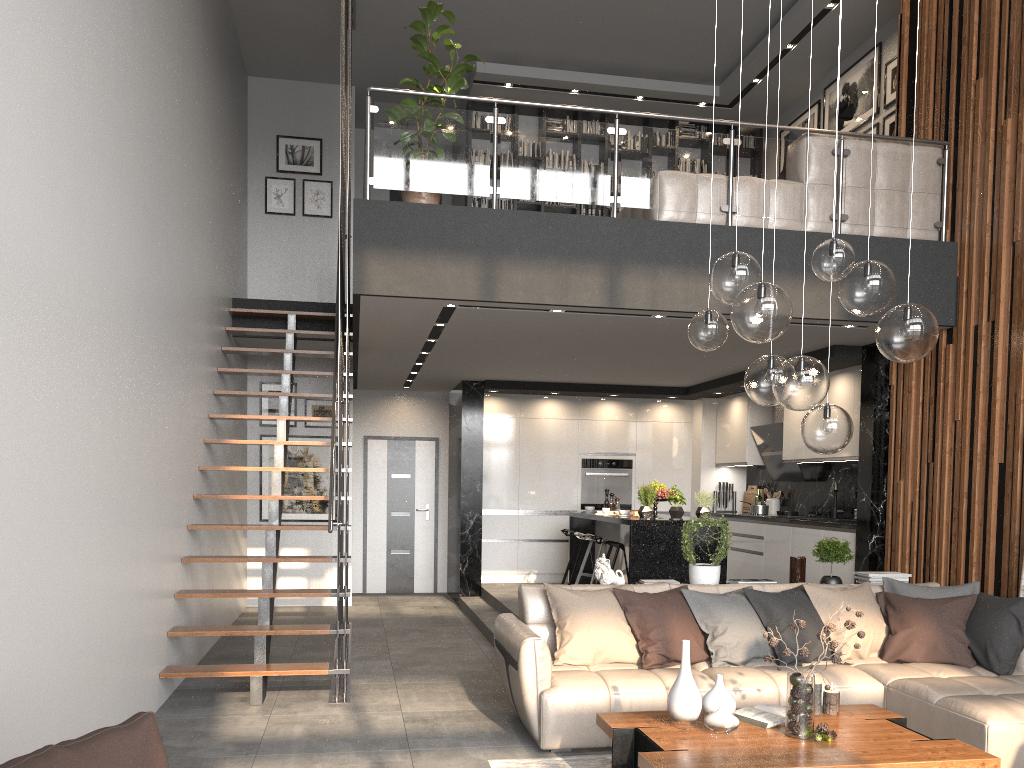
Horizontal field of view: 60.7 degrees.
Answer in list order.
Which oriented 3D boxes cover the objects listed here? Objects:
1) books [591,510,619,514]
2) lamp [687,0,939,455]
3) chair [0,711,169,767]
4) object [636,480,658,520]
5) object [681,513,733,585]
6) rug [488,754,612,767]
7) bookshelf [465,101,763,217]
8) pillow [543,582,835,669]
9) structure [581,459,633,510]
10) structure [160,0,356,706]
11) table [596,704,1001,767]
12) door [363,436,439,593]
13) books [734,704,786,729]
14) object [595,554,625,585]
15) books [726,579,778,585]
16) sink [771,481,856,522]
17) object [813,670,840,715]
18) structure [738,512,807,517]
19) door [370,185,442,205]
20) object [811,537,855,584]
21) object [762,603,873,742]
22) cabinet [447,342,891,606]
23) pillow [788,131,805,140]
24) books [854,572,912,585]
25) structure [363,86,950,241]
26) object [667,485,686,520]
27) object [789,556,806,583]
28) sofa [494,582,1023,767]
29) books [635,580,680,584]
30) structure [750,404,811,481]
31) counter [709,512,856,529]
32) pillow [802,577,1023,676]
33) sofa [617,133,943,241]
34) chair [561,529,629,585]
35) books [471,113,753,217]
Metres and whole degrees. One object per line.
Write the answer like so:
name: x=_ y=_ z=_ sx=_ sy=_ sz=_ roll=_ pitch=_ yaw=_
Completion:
books: x=1.004 y=1.343 z=9.156 sx=0.323 sy=0.038 sz=0.173 roll=2 pitch=-6 yaw=-11
lamp: x=1.286 y=-2.211 z=3.706 sx=1.232 sy=5.015 sz=1.224 roll=0 pitch=2 yaw=-13
chair: x=-0.484 y=1.155 z=1.523 sx=1.442 sy=0.901 sz=1.487 roll=0 pitch=-4 yaw=6
object: x=1.219 y=1.031 z=7.851 sx=0.196 sy=0.370 sz=0.186 roll=1 pitch=1 yaw=35
object: x=1.336 y=1.177 z=6.064 sx=0.385 sy=0.578 sz=0.215 roll=1 pitch=1 yaw=-29
rug: x=1.137 y=1.913 z=4.010 sx=2.299 sy=0.020 sz=1.614 roll=2 pitch=-7 yaw=-10
bookshelf: x=1.207 y=-1.860 z=10.256 sx=3.522 sy=2.527 sz=0.247 roll=2 pitch=2 yaw=-10
pillow: x=1.177 y=1.488 z=5.389 sx=1.942 sy=0.501 sz=0.543 roll=2 pitch=-3 yaw=-11
structure: x=1.126 y=1.279 z=11.141 sx=0.655 sy=0.634 sz=0.652 roll=1 pitch=-2 yaw=-10
structure: x=-1.909 y=-0.703 z=7.239 sx=1.179 sy=6.068 sz=3.590 roll=0 pitch=0 yaw=-10
table: x=1.194 y=1.727 z=3.883 sx=1.453 sy=0.355 sz=0.900 roll=2 pitch=-5 yaw=-10
door: x=-1.459 y=1.732 z=11.498 sx=0.975 sy=2.090 sz=0.168 roll=1 pitch=3 yaw=-10
books: x=1.223 y=1.561 z=4.127 sx=0.343 sy=0.039 sz=0.232 roll=5 pitch=-8 yaw=-32
object: x=0.666 y=1.296 z=5.943 sx=0.207 sy=0.291 sz=0.135 roll=1 pitch=1 yaw=9
books: x=1.664 y=1.426 z=6.148 sx=0.325 sy=0.099 sz=0.205 roll=2 pitch=-5 yaw=-10
sink: x=3.033 y=1.221 z=8.573 sx=0.498 sy=0.547 sz=1.116 roll=1 pitch=-5 yaw=-10
object: x=1.509 y=1.493 z=4.236 sx=0.153 sy=0.212 sz=0.077 roll=1 pitch=2 yaw=0
structure: x=2.839 y=1.439 z=9.563 sx=0.510 sy=0.060 sz=0.602 roll=2 pitch=-7 yaw=-10
door: x=-1.408 y=-1.555 z=11.346 sx=0.975 sy=2.090 sz=0.168 roll=1 pitch=3 yaw=-10
object: x=2.279 y=1.293 z=6.246 sx=0.309 sy=0.409 sz=0.272 roll=0 pitch=-1 yaw=40
object: x=1.387 y=1.258 z=3.899 sx=0.543 sy=0.605 sz=0.316 roll=2 pitch=0 yaw=-39
cabinet: x=1.419 y=0.877 z=8.989 sx=3.621 sy=3.244 sz=6.221 roll=1 pitch=-5 yaw=-10
pillow: x=2.461 y=-1.571 z=7.097 sx=0.760 sy=0.547 sz=1.390 roll=0 pitch=-5 yaw=20
books: x=2.653 y=1.431 z=6.276 sx=0.332 sy=0.151 sz=0.200 roll=2 pitch=-3 yaw=-10
structure: x=0.824 y=-1.285 z=7.652 sx=4.223 sy=0.740 sz=3.388 roll=2 pitch=-6 yaw=-10
object: x=1.479 y=1.066 z=7.879 sx=0.179 sy=0.313 sz=0.172 roll=1 pitch=0 yaw=1
object: x=2.022 y=1.354 z=6.198 sx=0.109 sy=0.269 sz=0.108 roll=1 pitch=1 yaw=-5
sofa: x=1.631 y=1.630 z=4.991 sx=3.245 sy=0.820 sz=1.882 roll=2 pitch=-5 yaw=-10
books: x=1.020 y=1.408 z=6.035 sx=0.348 sy=0.100 sz=0.194 roll=2 pitch=-5 yaw=-10
structure: x=2.952 y=0.547 z=9.540 sx=0.414 sy=1.033 sz=0.737 roll=1 pitch=0 yaw=-10
counter: x=2.914 y=1.411 z=9.141 sx=0.610 sy=0.040 sz=3.469 roll=2 pitch=-7 yaw=-10
pillow: x=2.561 y=1.533 z=5.534 sx=1.382 sy=0.549 sz=0.764 roll=-1 pitch=-4 yaw=20
sofa: x=1.905 y=-1.320 z=7.340 sx=2.278 sy=0.782 sz=2.295 roll=2 pitch=-6 yaw=-10
chair: x=0.823 y=1.861 z=8.791 sx=0.434 sy=0.736 sz=1.734 roll=1 pitch=-5 yaw=-10
books: x=1.209 y=-1.905 z=10.245 sx=3.439 sy=2.340 sz=0.211 roll=2 pitch=2 yaw=-10
